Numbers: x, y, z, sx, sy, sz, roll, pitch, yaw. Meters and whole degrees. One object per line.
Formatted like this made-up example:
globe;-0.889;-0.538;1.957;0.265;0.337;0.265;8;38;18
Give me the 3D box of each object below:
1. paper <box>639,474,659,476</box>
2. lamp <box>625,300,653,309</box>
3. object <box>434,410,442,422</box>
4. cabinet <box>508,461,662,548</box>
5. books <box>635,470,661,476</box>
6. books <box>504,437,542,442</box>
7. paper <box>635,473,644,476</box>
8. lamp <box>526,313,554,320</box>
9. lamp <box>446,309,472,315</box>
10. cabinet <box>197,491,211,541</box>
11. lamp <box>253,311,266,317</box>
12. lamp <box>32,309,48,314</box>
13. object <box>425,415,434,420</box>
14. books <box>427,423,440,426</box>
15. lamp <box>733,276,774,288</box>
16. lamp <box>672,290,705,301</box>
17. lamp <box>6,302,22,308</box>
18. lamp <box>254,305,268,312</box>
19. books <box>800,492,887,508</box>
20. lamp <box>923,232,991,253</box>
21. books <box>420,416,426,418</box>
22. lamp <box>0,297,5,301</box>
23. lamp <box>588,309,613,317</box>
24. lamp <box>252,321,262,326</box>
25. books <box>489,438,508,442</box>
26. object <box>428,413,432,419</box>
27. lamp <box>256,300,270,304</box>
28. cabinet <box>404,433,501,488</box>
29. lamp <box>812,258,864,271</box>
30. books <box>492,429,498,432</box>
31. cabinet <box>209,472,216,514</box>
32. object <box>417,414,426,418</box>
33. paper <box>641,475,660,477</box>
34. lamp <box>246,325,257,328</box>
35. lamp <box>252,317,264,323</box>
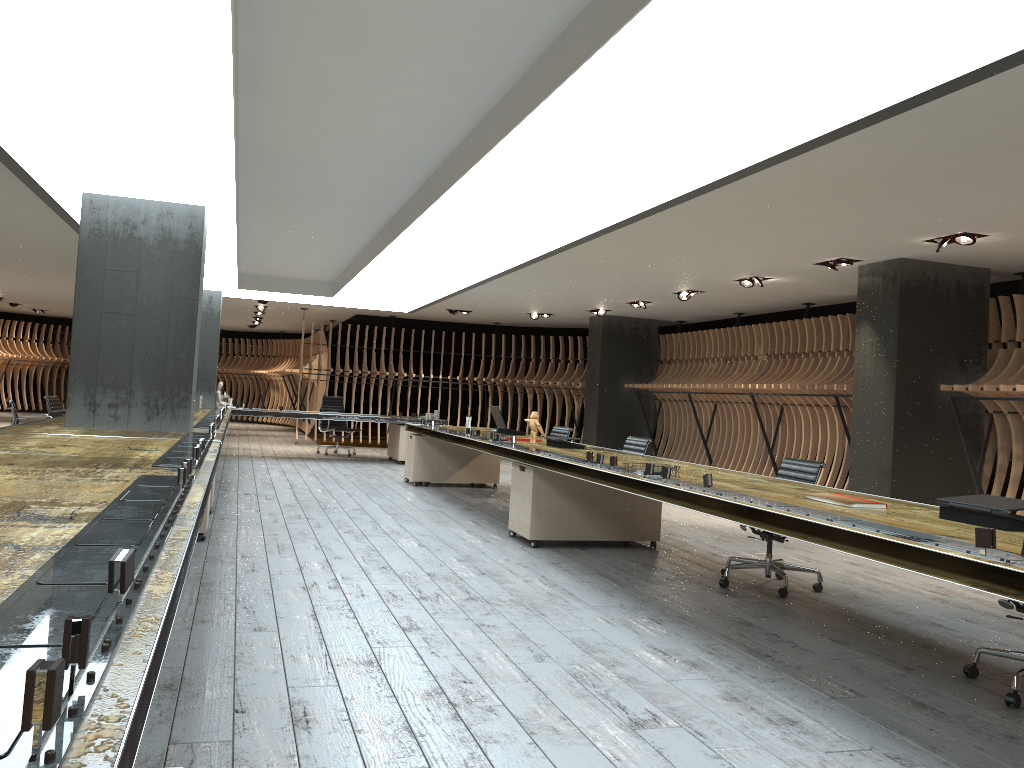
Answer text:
paper;0.820;0.533;5.222;0.176;0.004;0.130;4;-1;-11
lamp;1.986;-1.305;13.809;0.269;0.292;0.492;4;-1;-17
object;-1.214;0.535;14.536;0.088;0.204;0.262;4;-2;-18
cabinet;0.609;1.002;7.374;1.131;0.631;0.593;4;-2;-17
books;0.814;0.521;5.224;0.155;0.025;0.110;4;-1;-22
books;0.103;0.550;8.810;0.366;0.026;0.213;3;-1;-7
paper;0.820;0.535;5.222;0.176;0.004;0.130;4;-1;-13
lamp;0.534;-1.342;16.549;0.493;0.292;0.269;3;-2;28
lamp;-0.999;-1.427;16.793;0.492;0.294;0.269;4;-2;-10
cabinet;-2.811;0.784;6.500;1.131;0.631;0.593;4;-2;-17
lamp;-5.695;-1.649;20.014;0.269;0.289;0.492;4;-1;-17
lamp;-12.393;-1.991;23.232;0.269;0.279;0.492;3;-1;24
object;-1.343;0.546;14.619;0.175;0.089;0.289;3;-1;-1
books;-1.024;0.526;11.555;0.155;0.025;0.110;4;-1;-22
lamp;2.922;-1.307;10.760;0.269;0.288;0.492;4;-1;-17
lamp;2.454;-1.307;12.285;0.269;0.288;0.492;4;-1;-17
lamp;-12.154;-2.003;21.678;0.269;0.284;0.492;4;-1;-17
lamp;-5.227;-1.651;18.489;0.269;0.284;0.492;4;-1;-17
books;1.572;0.554;4.224;0.213;0.026;0.366;4;-1;-17
lamp;3.858;-1.305;7.711;0.269;0.292;0.492;4;-1;-17
books;-1.532;0.564;15.290;0.110;0.025;0.155;4;-1;-12
lamp;-11.687;-1.999;20.153;0.269;0.291;0.492;4;-1;-17
lamp;1.504;-1.306;15.329;0.269;0.293;0.492;4;-1;-24
lamp;-6.631;-1.647;23.063;0.269;0.293;0.492;4;-1;-17
books;-0.128;0.521;8.301;0.155;0.025;0.110;4;-1;-22
object;-1.343;0.534;14.540;0.062;0.109;0.062;5;-2;-44
lamp;-4.759;-1.646;16.964;0.269;0.295;0.492;4;-1;-17
cabinet;-0.770;0.995;11.488;1.131;0.631;0.593;4;-2;-17
lamp;3.389;-1.303;9.236;0.269;0.296;0.492;4;-1;-17
books;-0.137;0.552;10.543;0.186;0.027;0.112;4;-1;-32
cabinet;-3.208;0.784;7.794;1.131;0.631;0.593;4;-2;-17
object;-1.529;0.554;15.295;0.216;0.074;0.302;4;-1;-13
paper;0.820;0.536;5.222;0.176;0.004;0.130;4;-1;-8
lamp;-7.171;-1.652;24.560;0.269;0.293;0.493;4;-2;-34
lamp;-6.163;-1.646;21.538;0.269;0.296;0.492;4;-1;-17
